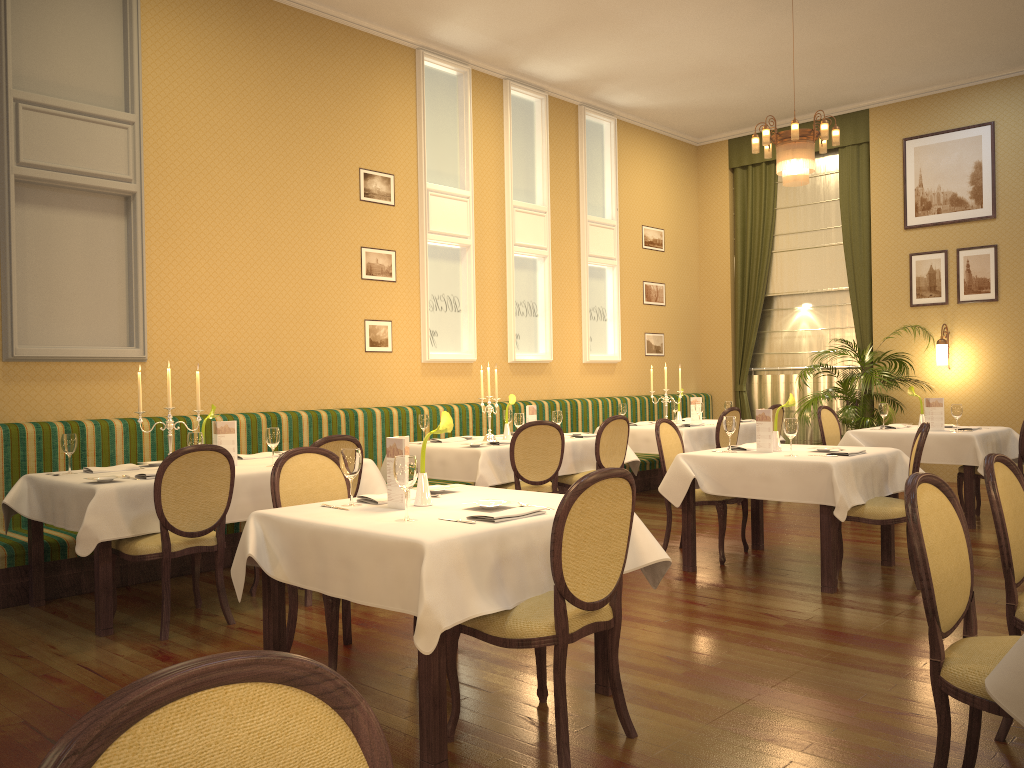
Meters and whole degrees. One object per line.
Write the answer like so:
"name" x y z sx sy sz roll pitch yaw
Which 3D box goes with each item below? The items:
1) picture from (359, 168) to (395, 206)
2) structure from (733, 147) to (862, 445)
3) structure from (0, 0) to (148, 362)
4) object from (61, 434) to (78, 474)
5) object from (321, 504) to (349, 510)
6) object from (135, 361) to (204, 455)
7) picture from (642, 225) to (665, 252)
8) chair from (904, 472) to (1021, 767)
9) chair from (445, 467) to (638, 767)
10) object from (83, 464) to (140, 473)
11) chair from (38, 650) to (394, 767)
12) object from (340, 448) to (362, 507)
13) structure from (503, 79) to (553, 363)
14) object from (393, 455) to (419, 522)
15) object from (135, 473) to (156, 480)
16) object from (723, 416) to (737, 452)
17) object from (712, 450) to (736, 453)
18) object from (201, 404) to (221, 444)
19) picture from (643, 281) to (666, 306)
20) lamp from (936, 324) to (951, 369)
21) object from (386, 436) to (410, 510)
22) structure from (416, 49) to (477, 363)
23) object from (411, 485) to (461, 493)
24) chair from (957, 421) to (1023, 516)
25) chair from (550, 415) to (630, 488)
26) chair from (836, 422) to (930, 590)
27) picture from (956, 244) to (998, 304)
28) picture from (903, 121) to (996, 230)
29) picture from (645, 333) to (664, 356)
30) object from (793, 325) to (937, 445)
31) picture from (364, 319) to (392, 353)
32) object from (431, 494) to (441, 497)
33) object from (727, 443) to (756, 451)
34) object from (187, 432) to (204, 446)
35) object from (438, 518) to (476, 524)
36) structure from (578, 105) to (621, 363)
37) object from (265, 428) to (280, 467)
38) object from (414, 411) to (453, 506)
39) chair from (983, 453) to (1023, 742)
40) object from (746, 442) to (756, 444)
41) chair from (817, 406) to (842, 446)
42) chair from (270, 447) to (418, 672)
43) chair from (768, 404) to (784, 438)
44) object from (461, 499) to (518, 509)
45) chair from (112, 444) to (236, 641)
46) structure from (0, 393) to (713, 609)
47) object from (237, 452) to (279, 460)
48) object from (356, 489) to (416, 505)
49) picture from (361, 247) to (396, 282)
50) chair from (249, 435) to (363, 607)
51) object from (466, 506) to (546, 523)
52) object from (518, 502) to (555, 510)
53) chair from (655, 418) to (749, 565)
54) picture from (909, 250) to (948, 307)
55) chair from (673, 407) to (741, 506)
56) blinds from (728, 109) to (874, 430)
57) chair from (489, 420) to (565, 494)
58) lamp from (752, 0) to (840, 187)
"picture" -1.226 -1.791 8.079 0.008 0.294 0.401 -1 0 43
"structure" 3.735 -1.127 11.349 1.942 4.511 0.123 -1 0 43
"structure" -3.041 -1.704 6.144 0.200 3.103 0.956 -1 0 43
"object" -2.540 0.401 5.089 0.088 0.229 0.088 -1 0 1
"object" -0.693 0.483 3.486 0.185 0.010 0.017 -1 0 44
"object" -2.041 0.182 5.286 0.390 0.655 0.131 -1 0 -28
"picture" 1.813 -1.861 11.364 0.008 0.294 0.504 -1 0 43
"chair" 1.403 0.735 2.423 0.571 0.955 0.530 -1 0 43
"chair" 0.121 0.755 3.084 0.571 0.955 0.530 -1 0 43
"object" -2.352 0.498 5.212 0.142 0.033 0.273 -1 0 43
"chair" -0.122 0.770 0.775 0.571 0.955 0.530 -1 0 43
"object" -0.644 0.373 3.552 0.088 0.229 0.088 -1 0 1
"structure" 0.144 -1.719 9.585 0.200 2.985 0.661 -1 0 43
"object" -0.375 0.370 3.141 0.088 0.229 0.088 -1 0 1
"object" -1.889 0.491 4.830 0.142 0.033 0.273 -1 0 43
"object" 1.420 0.325 5.784 0.088 0.229 0.088 -1 0 -5
"object" 1.372 0.436 5.717 0.185 0.010 0.017 -1 0 44
"object" -1.897 0.314 5.527 0.076 0.375 0.163 -1 0 25
"picture" 1.826 -1.157 11.367 0.008 0.294 0.504 -1 0 43
"lamp" 4.817 -0.418 9.908 0.114 0.513 0.323 -1 0 32
"object" -0.451 0.348 3.484 0.081 0.277 0.166 -1 0 -1
"structure" -0.668 -1.700 8.707 0.200 2.985 0.687 -1 0 43
"object" -0.334 0.469 3.914 0.160 0.024 0.160 -1 0 43
"chair" 4.018 0.666 7.296 0.571 0.955 0.530 -1 0 43
"chair" 0.651 0.728 7.234 0.571 0.955 0.530 -1 0 43
"chair" 2.208 0.708 5.337 0.571 0.955 0.530 -1 0 23
"picture" 5.140 -1.209 9.802 0.412 0.619 0.022 -1 0 43
"picture" 4.908 -2.330 9.988 0.966 1.057 0.027 -1 0 43
"picture" 1.828 -0.505 11.360 0.008 0.294 0.437 -1 0 43
"object" 3.999 0.236 10.051 1.496 1.807 1.552 -1 0 23
"picture" -1.214 -0.435 8.072 0.008 0.294 0.313 -1 0 43
"object" -0.370 0.474 3.807 0.181 0.015 0.038 -1 0 44
"object" 1.570 0.423 5.927 0.142 0.033 0.273 -1 0 43
"object" -1.779 0.387 4.984 0.088 0.229 0.088 -1 0 1
"object" -0.196 0.476 3.103 0.185 0.010 0.017 -1 0 43
"structure" 1.006 -1.739 10.517 0.200 2.985 0.670 -1 0 43
"object" -1.438 0.380 5.337 0.088 0.229 0.088 -1 0 1
"object" -0.314 0.294 3.506 0.163 0.375 0.076 -1 0 20
"chair" 1.928 0.723 2.991 0.571 0.955 0.530 -1 0 43
"object" 1.731 0.422 6.146 0.160 0.024 0.160 -1 0 43
"chair" 3.142 0.678 8.177 0.571 0.955 0.530 -1 0 43
"chair" -0.755 0.768 3.965 0.571 0.955 0.530 -1 0 43
"chair" 2.506 0.685 9.193 0.571 0.955 0.530 -1 0 43
"object" -0.085 0.467 3.402 0.160 0.024 0.160 -1 0 43
"chair" -1.759 0.783 4.631 0.571 0.955 0.530 -1 0 43
"structure" -2.035 0.745 6.580 0.850 1.031 14.516 -1 0 43
"object" -1.721 0.483 5.949 0.142 0.033 0.273 -1 0 43
"object" -0.495 0.470 3.695 0.142 0.033 0.273 -1 0 43
"picture" -1.213 -1.087 8.082 0.008 0.294 0.401 -1 0 43
"chair" -1.190 0.770 5.244 0.571 0.955 0.530 -1 0 43
"object" -0.018 0.468 3.197 0.142 0.024 0.273 -1 0 43
"object" 0.090 0.467 3.393 0.181 0.015 0.038 -1 0 44
"chair" 1.313 0.720 6.205 0.571 0.955 0.530 -1 0 33
"picture" 4.766 -1.204 10.148 0.412 0.619 0.022 -1 0 43
"chair" 1.910 0.699 8.597 0.571 0.955 0.530 -1 0 43
"blinds" 3.659 -1.138 11.264 1.934 4.537 0.225 -1 0 42
"chair" 0.101 0.740 6.632 0.530 0.955 0.571 -1 0 -22
"lamp" 2.139 -2.415 6.729 0.593 1.796 0.593 -1 0 40
